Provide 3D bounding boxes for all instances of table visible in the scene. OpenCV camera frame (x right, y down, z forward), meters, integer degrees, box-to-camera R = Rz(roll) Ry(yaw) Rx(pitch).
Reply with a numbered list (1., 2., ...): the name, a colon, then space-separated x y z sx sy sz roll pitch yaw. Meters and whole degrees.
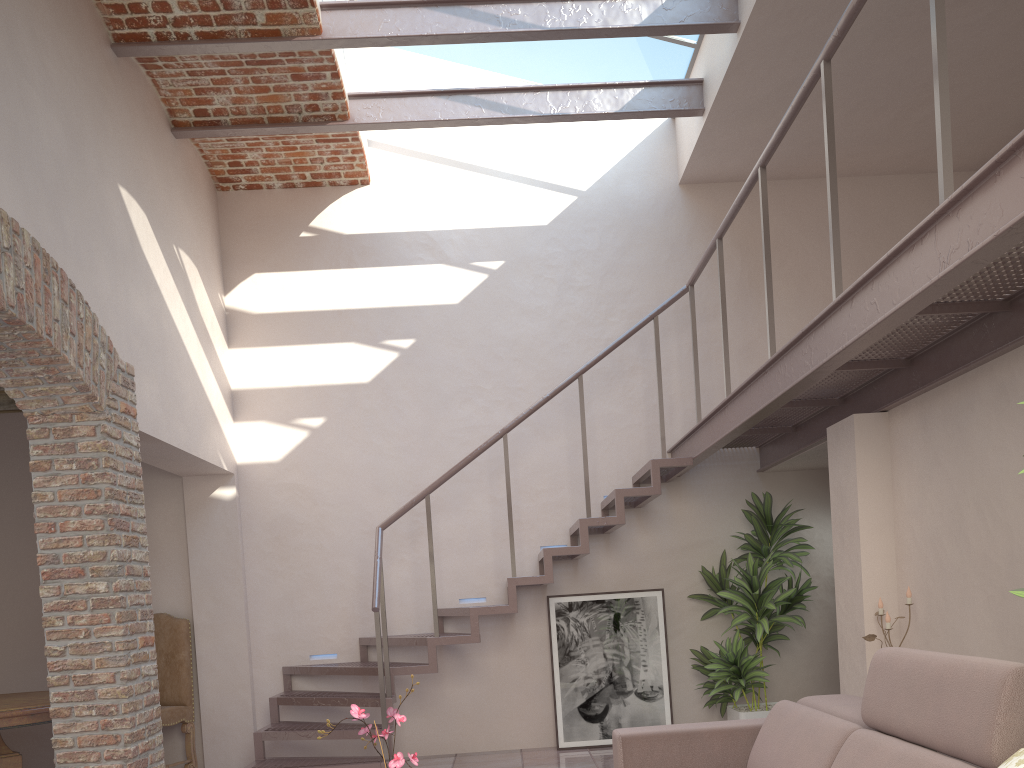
1. table: -3.252 2.335 5.579 1.536 0.734 1.539 1 -12 -26

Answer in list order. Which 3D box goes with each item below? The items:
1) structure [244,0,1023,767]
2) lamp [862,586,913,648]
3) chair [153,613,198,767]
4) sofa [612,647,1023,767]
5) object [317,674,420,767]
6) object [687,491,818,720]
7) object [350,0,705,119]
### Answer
1. structure: 0.113 0.378 3.449 3.794 3.162 7.321 -3 -11 -2
2. lamp: 1.926 1.571 4.542 0.234 1.123 0.340 -3 1 31
3. chair: -2.689 2.280 6.573 0.546 1.236 0.644 -4 -1 13
4. sofa: 0.371 1.313 2.674 2.167 0.930 3.211 -3 -12 -2
5. object: -0.438 1.277 3.024 0.371 0.594 0.298 -3 -1 -7
6. object: 1.719 1.687 6.538 0.962 1.860 1.092 -4 -2 16
7. object: 0.073 -2.839 4.631 2.345 0.664 4.626 -3 -13 -1
